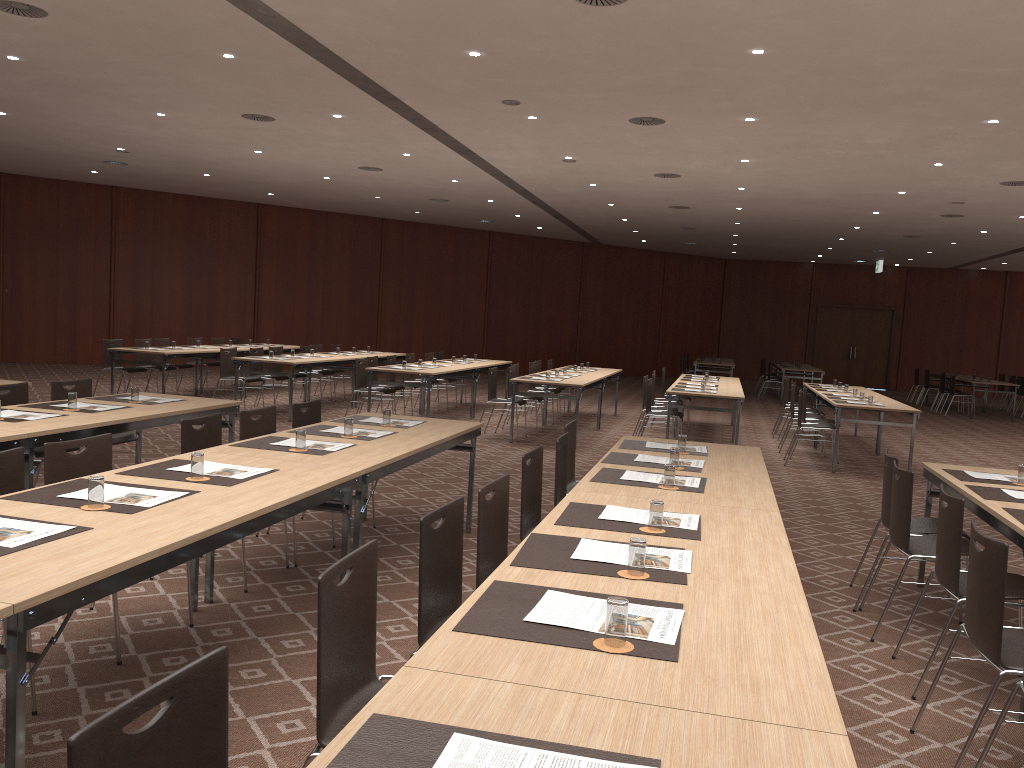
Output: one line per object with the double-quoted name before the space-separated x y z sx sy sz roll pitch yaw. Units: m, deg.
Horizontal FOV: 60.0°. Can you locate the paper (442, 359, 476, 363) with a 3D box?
"paper" -0.866 -0.391 15.142 0.565 0.003 0.460 5 4 14

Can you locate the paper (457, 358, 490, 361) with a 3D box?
"paper" -0.717 -0.432 15.796 0.565 0.003 0.460 4 4 11

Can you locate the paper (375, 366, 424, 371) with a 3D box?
"paper" -1.538 -0.216 12.273 0.565 0.003 0.460 5 4 15

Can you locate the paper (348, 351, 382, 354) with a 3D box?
"paper" -2.672 -0.584 16.240 0.565 0.003 0.460 4 4 12

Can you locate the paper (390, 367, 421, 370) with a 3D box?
"paper" -1.477 -0.222 12.346 0.398 0.006 0.283 5 4 14

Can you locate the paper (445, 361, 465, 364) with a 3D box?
"paper" -0.934 -0.354 14.534 0.398 0.006 0.283 5 4 15

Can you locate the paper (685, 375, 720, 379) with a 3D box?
"paper" 3.189 -0.121 14.834 0.565 0.003 0.460 5 4 14

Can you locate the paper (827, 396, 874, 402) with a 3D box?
"paper" 4.426 0.199 11.594 0.565 0.003 0.460 5 4 15

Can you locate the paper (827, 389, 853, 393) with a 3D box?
"paper" 4.889 0.105 13.166 0.398 0.006 0.283 5 4 15

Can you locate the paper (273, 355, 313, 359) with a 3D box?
"paper" -3.357 -0.410 13.378 0.565 0.003 0.460 4 4 12

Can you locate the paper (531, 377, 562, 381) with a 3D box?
"paper" 0.460 -0.068 11.873 0.398 0.006 0.283 4 4 12

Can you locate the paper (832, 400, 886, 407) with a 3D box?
"paper" 4.280 0.237 10.965 0.565 0.003 0.460 4 4 13

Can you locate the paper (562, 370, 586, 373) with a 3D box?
"paper" 0.996 -0.202 14.086 0.398 0.006 0.283 4 4 13

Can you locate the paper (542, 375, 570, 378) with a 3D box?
"paper" 0.614 -0.107 12.517 0.398 0.006 0.283 4 4 12

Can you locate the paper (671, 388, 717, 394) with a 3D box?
"paper" 2.337 0.087 11.382 0.565 0.003 0.460 4 4 13

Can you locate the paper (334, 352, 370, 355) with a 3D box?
"paper" -2.791 -0.544 15.607 0.565 0.003 0.460 4 4 13

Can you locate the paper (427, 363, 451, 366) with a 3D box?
"paper" -1.150 -0.296 13.594 0.398 0.006 0.283 4 4 13

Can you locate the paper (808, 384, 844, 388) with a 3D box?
"paper" 5.106 0.028 14.410 0.565 0.003 0.460 4 4 13

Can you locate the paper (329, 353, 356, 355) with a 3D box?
"paper" -2.867 -0.507 15.005 0.398 0.006 0.283 4 4 12

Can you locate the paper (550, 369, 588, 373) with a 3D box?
"paper" 0.908 -0.200 14.037 0.565 0.003 0.460 4 4 12

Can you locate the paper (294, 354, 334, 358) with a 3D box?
"paper" -3.167 -0.446 14.005 0.565 0.003 0.460 5 4 16

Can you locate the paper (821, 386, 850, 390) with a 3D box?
"paper" 5.044 0.064 13.826 0.398 0.006 0.283 5 4 15

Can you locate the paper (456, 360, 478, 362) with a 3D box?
"paper" -0.759 -0.391 15.164 0.398 0.006 0.283 4 4 13

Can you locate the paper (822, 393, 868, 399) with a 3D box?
"paper" 4.588 0.164 12.194 0.565 0.003 0.460 4 4 10

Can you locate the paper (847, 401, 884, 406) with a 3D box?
"paper" 4.371 0.238 10.981 0.398 0.006 0.283 4 4 12

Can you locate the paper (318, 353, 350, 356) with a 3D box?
"paper" -2.948 -0.505 14.964 0.565 0.003 0.460 5 4 14

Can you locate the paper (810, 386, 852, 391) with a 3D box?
"paper" 4.940 0.066 13.773 0.565 0.003 0.460 4 4 10

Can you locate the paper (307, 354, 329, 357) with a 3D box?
"paper" -3.106 -0.449 14.039 0.398 0.006 0.283 4 4 12

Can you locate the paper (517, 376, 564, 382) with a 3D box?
"paper" 0.388 -0.067 11.849 0.565 0.003 0.460 4 4 13

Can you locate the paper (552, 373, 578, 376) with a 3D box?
"paper" 0.781 -0.142 13.119 0.398 0.006 0.283 4 4 12

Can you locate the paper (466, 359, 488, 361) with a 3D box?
"paper" -0.640 -0.431 15.793 0.398 0.006 0.283 4 4 12

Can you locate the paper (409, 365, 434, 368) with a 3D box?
"paper" -1.311 -0.258 12.964 0.398 0.006 0.283 5 4 14

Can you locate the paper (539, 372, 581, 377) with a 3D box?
"paper" 0.717 -0.142 13.120 0.565 0.003 0.460 5 4 15

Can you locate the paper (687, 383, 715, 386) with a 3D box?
"paper" 2.707 0.006 12.710 0.398 0.006 0.283 4 4 11

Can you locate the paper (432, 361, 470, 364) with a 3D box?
"paper" -0.995 -0.351 14.497 0.565 0.003 0.460 4 4 13

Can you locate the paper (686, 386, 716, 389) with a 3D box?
"paper" 2.574 0.047 12.057 0.398 0.006 0.283 4 4 13

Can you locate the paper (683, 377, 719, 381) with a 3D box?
"paper" 3.035 -0.085 14.237 0.565 0.003 0.460 5 4 13

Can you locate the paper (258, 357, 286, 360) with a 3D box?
"paper" -3.424 -0.372 12.768 0.398 0.006 0.283 5 4 16

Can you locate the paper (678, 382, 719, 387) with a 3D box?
"paper" 2.660 0.010 12.672 0.565 0.003 0.460 5 4 14

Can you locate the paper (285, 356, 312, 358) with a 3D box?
"paper" -3.258 -0.412 13.425 0.398 0.006 0.283 4 4 12

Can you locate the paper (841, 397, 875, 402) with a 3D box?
"paper" 4.518 0.200 11.599 0.398 0.006 0.283 5 4 15

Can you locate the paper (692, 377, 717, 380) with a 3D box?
"paper" 3.092 -0.086 14.242 0.398 0.006 0.283 5 4 17

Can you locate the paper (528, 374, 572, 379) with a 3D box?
"paper" 0.539 -0.105 12.482 0.565 0.003 0.460 5 4 13

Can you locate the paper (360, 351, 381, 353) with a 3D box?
"paper" -2.591 -0.584 16.253 0.398 0.006 0.283 4 4 13

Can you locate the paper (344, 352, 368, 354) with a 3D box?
"paper" -2.722 -0.544 15.610 0.398 0.006 0.283 5 4 14

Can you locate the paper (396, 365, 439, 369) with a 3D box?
"paper" -1.376 -0.256 12.934 0.565 0.003 0.460 4 4 10

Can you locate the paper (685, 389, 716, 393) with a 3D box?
"paper" 2.428 0.086 11.421 0.398 0.006 0.283 4 4 13

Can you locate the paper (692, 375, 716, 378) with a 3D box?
"paper" 3.223 -0.127 14.886 0.398 0.006 0.283 4 4 13

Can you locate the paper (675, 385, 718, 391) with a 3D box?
"paper" 2.497 0.050 12.014 0.565 0.003 0.460 4 4 13

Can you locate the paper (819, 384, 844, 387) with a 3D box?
"paper" 5.203 0.030 14.413 0.398 0.006 0.283 5 4 14

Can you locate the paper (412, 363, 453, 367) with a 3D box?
"paper" -1.240 -0.295 13.560 0.565 0.003 0.460 4 4 13

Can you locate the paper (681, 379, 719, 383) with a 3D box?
"paper" 2.874 -0.047 13.601 0.565 0.003 0.460 5 4 14

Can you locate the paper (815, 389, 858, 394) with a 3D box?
"paper" 4.795 0.105 13.131 0.565 0.003 0.460 5 4 14

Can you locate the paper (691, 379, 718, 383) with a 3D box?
"paper" 2.958 -0.048 13.631 0.398 0.006 0.283 4 4 12

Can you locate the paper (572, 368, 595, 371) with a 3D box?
"paper" 1.168 -0.238 14.705 0.398 0.006 0.283 5 4 15

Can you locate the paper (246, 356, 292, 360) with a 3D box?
"paper" -3.464 -0.371 12.774 0.565 0.003 0.460 4 4 11
